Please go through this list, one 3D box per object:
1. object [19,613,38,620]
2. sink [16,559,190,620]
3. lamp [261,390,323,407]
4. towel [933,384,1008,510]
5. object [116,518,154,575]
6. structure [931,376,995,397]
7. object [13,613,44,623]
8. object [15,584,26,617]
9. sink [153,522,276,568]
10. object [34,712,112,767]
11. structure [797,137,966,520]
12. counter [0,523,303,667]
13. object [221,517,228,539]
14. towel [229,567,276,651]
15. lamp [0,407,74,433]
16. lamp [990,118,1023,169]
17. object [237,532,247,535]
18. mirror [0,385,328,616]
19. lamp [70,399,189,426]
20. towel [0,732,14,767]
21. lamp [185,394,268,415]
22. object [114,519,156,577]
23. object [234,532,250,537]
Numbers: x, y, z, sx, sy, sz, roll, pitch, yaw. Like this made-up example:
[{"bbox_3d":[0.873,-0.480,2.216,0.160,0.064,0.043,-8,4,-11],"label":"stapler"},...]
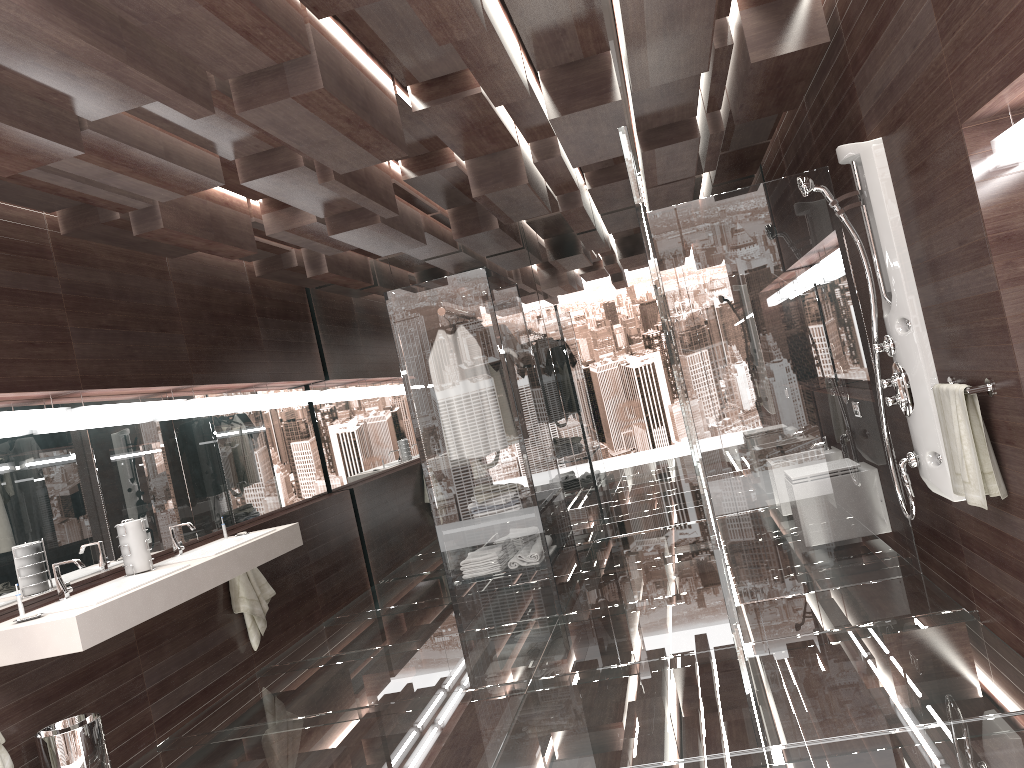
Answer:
[{"bbox_3d":[-1.849,0.891,3.393,0.066,0.016,0.035,-12,-1,-13],"label":"object"},{"bbox_3d":[-1.757,0.823,3.780,0.427,0.193,0.681,-13,-1,10],"label":"sink"},{"bbox_3d":[-1.679,0.106,6.807,0.082,0.082,0.950,-13,-1,10],"label":"lamp"},{"bbox_3d":[1.552,0.203,3.056,0.097,0.414,0.352,-13,-1,3],"label":"towel"},{"bbox_3d":[-1.808,0.779,4.251,0.124,0.246,0.128,-12,-1,-8],"label":"object"},{"bbox_3d":[1.542,0.014,3.056,0.071,0.061,0.455,-13,-1,10],"label":"structure"},{"bbox_3d":[-1.848,0.898,3.394,0.108,0.011,0.065,-12,-1,-12],"label":"object"},{"bbox_3d":[-1.976,0.867,3.557,0.022,0.132,0.022,-12,-1,-8],"label":"object"},{"bbox_3d":[-1.597,0.805,4.664,0.427,0.193,0.681,-13,-1,10],"label":"sink"},{"bbox_3d":[-1.700,1.508,3.467,0.237,0.358,0.237,-14,-1,42],"label":"object"},{"bbox_3d":[1.522,-0.205,3.638,0.354,1.560,0.323,-13,-1,31],"label":"structure"},{"bbox_3d":[-1.629,0.938,4.216,0.488,0.131,1.954,-13,-1,10],"label":"counter"},{"bbox_3d":[-1.640,0.822,5.052,0.022,0.132,0.022,-12,-1,-43],"label":"object"},{"bbox_3d":[-1.533,1.231,5.270,0.156,0.678,0.368,-13,-1,10],"label":"towel"},{"bbox_3d":[-2.224,0.168,3.781,0.082,0.082,0.950,-13,-1,10],"label":"lamp"},{"bbox_3d":[1.349,-0.662,2.094,0.082,0.082,0.950,-13,-1,10],"label":"lamp"},{"bbox_3d":[-1.541,0.855,5.064,0.066,0.016,0.035,-13,-1,30],"label":"object"},{"bbox_3d":[-0.096,0.062,4.444,4.126,0.916,5.081,-13,-1,10],"label":"mirror"},{"bbox_3d":[-2.042,0.147,4.793,0.082,0.082,0.950,-13,-1,10],"label":"lamp"},{"bbox_3d":[-1.913,1.275,3.159,0.156,0.678,0.368,-13,-1,10],"label":"towel"},{"bbox_3d":[-1.858,0.126,5.814,0.082,0.082,0.950,-13,-1,10],"label":"lamp"},{"bbox_3d":[-1.812,0.778,4.257,0.145,0.261,0.136,-12,-1,-36],"label":"object"},{"bbox_3d":[-1.540,0.862,5.064,0.108,0.011,0.065,-13,-1,31],"label":"object"}]
